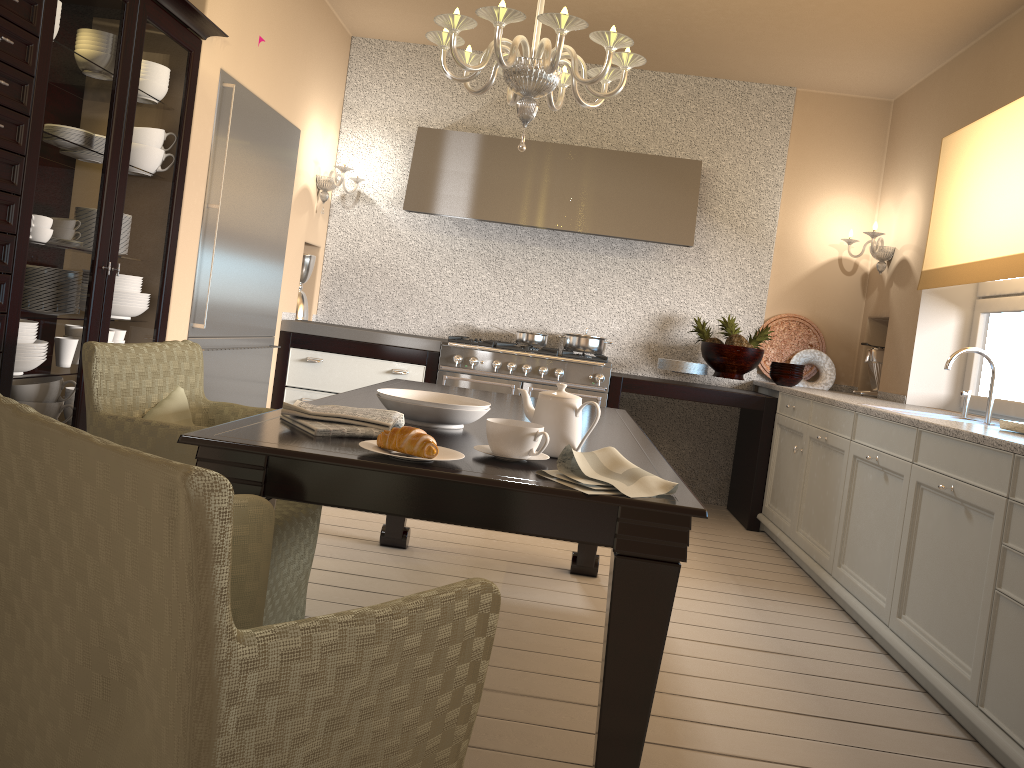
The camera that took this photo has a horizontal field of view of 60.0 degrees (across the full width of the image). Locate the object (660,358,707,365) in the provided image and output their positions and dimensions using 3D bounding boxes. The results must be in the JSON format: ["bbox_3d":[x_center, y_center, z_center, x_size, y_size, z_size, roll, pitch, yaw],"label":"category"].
[{"bbox_3d":[0.953,-0.121,4.927,0.278,0.011,0.279,7,4,-10],"label":"object"}]

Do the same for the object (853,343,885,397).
[{"bbox_3d":[2.197,-0.061,5.100,0.391,0.306,0.383,8,3,3],"label":"object"}]

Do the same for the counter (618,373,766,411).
[{"bbox_3d":[0.990,0.038,5.057,0.765,0.079,0.601,8,4,3],"label":"counter"}]

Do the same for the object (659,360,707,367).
[{"bbox_3d":[0.951,-0.110,4.927,0.278,0.011,0.279,7,4,-10],"label":"object"}]

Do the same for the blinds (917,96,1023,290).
[{"bbox_3d":[2.031,-0.767,2.757,0.022,0.781,3.553,8,3,3],"label":"blinds"}]

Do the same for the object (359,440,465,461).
[{"bbox_3d":[-0.184,0.127,1.627,0.194,0.014,0.195,6,4,-21],"label":"object"}]

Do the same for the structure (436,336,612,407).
[{"bbox_3d":[0.045,0.181,5.064,0.929,0.804,0.706,8,2,3],"label":"structure"}]

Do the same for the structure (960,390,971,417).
[{"bbox_3d":[1.900,0.093,3.723,0.037,0.135,0.024,8,2,3],"label":"structure"}]

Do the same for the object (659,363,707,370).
[{"bbox_3d":[0.949,-0.093,4.927,0.278,0.011,0.279,7,4,-10],"label":"object"}]

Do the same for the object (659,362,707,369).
[{"bbox_3d":[0.950,-0.099,4.927,0.278,0.011,0.279,7,4,-10],"label":"object"}]

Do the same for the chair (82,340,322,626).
[{"bbox_3d":[-0.810,0.309,2.375,0.562,0.800,0.564,8,2,9],"label":"chair"}]

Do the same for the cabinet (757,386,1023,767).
[{"bbox_3d":[1.670,0.542,3.292,0.847,0.770,4.227,8,4,3],"label":"cabinet"}]

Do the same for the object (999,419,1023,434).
[{"bbox_3d":[1.708,0.159,2.698,0.241,0.030,0.429,8,4,3],"label":"object"}]

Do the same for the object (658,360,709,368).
[{"bbox_3d":[0.951,-0.107,4.927,0.278,0.011,0.279,7,4,-10],"label":"object"}]

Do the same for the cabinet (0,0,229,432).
[{"bbox_3d":[-1.764,-0.470,2.356,0.888,1.838,2.492,8,3,3],"label":"cabinet"}]

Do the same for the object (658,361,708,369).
[{"bbox_3d":[0.950,-0.101,4.926,0.278,0.011,0.279,7,4,-10],"label":"object"}]

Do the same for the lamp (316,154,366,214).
[{"bbox_3d":[-1.041,-1.163,5.230,0.269,0.340,0.480,8,3,1],"label":"lamp"}]

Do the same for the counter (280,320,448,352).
[{"bbox_3d":[-0.814,-0.281,5.159,0.896,0.062,0.601,8,4,3],"label":"counter"}]

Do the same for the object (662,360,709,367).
[{"bbox_3d":[0.951,-0.112,4.926,0.278,0.011,0.279,7,4,-10],"label":"object"}]

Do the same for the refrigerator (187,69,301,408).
[{"bbox_3d":[-1.594,-0.519,4.260,0.741,1.732,1.104,8,2,3],"label":"refrigerator"}]

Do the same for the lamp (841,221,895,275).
[{"bbox_3d":[2.059,-0.763,5.049,0.264,0.266,0.480,8,3,1],"label":"lamp"}]

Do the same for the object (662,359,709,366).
[{"bbox_3d":[0.952,-0.118,4.927,0.278,0.011,0.279,7,4,-10],"label":"object"}]

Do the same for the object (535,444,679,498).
[{"bbox_3d":[0.176,0.152,1.600,0.204,0.063,0.197,5,4,-34],"label":"object"}]

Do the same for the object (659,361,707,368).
[{"bbox_3d":[0.950,-0.104,4.927,0.278,0.011,0.279,7,4,-10],"label":"object"}]

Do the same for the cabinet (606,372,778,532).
[{"bbox_3d":[0.948,0.357,5.065,0.896,0.724,0.601,8,2,3],"label":"cabinet"}]

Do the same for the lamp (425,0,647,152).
[{"bbox_3d":[0.105,-1.289,2.779,0.676,1.126,0.700,8,2,21],"label":"lamp"}]

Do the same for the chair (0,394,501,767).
[{"bbox_3d":[-0.386,0.442,1.168,0.565,0.800,0.560,9,3,39],"label":"chair"}]

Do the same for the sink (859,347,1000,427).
[{"bbox_3d":[1.643,0.082,3.420,0.458,0.481,0.539,8,3,3],"label":"sink"}]

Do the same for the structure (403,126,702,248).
[{"bbox_3d":[0.243,-1.147,5.228,1.662,0.510,0.480,8,2,3],"label":"structure"}]

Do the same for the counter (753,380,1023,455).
[{"bbox_3d":[1.667,0.128,3.282,0.652,0.068,4.244,8,4,3],"label":"counter"}]

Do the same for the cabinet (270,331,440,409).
[{"bbox_3d":[-0.867,0.110,5.155,0.896,0.724,0.637,8,2,3],"label":"cabinet"}]

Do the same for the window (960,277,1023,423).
[{"bbox_3d":[2.285,-0.433,2.725,0.047,1.351,3.571,8,3,3],"label":"window"}]

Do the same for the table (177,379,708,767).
[{"bbox_3d":[-0.108,0.418,2.510,0.918,0.653,1.993,8,3,3],"label":"table"}]

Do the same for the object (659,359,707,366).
[{"bbox_3d":[0.951,-0.115,4.927,0.278,0.011,0.279,7,4,-10],"label":"object"}]
